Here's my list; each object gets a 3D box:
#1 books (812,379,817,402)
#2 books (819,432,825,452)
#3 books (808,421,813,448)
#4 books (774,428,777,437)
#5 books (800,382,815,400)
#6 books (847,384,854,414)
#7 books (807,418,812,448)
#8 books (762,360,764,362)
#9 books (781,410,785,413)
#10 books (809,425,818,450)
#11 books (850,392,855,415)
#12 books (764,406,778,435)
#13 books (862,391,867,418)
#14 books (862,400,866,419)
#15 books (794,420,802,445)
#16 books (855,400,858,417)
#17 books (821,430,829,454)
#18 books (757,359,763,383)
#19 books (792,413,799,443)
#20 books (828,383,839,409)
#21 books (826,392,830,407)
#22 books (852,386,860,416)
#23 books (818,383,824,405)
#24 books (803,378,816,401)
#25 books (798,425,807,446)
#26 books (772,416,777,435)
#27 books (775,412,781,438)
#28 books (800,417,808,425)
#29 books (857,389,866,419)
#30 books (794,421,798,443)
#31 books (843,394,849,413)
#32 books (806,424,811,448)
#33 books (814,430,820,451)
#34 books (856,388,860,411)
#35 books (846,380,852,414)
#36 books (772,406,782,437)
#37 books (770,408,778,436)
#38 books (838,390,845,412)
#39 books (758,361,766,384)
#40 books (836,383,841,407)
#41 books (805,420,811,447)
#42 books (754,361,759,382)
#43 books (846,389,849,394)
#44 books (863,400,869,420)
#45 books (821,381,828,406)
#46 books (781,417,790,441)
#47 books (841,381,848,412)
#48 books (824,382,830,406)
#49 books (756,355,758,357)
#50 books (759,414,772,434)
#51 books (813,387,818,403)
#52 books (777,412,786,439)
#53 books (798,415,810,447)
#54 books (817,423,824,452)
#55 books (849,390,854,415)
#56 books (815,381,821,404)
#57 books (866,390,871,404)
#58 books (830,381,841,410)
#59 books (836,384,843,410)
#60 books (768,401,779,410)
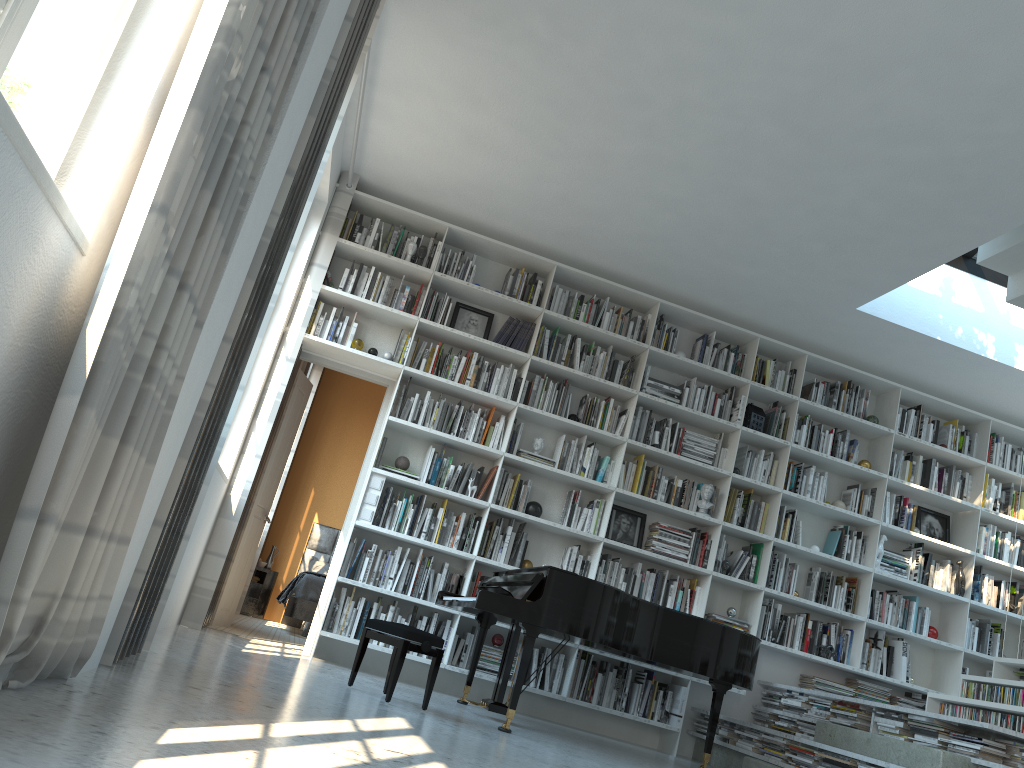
[{"bbox_3d":[2.348,0.092,7.039,0.011,0.243,0.173,18,-16,-9],"label":"books"},{"bbox_3d":[2.391,0.493,6.967,0.025,0.215,0.144,18,-16,-9],"label":"books"},{"bbox_3d":[2.303,0.435,6.965,0.013,0.276,0.133,18,-16,-9],"label":"books"},{"bbox_3d":[2.013,0.368,6.896,0.013,0.210,0.140,18,-16,-9],"label":"books"},{"bbox_3d":[2.312,0.095,7.013,0.046,0.206,0.183,18,-16,-9],"label":"books"},{"bbox_3d":[2.648,0.156,7.074,0.015,0.298,0.183,18,-16,-9],"label":"books"},{"bbox_3d":[2.291,0.420,6.959,0.021,0.295,0.138,18,-16,-9],"label":"books"},{"bbox_3d":[1.924,-0.053,6.986,0.007,0.263,0.133,18,-16,-9],"label":"books"},{"bbox_3d":[2.074,0.350,6.925,0.005,0.291,0.130,18,-16,-9],"label":"books"},{"bbox_3d":[2.322,0.452,6.941,0.027,0.240,0.160,18,-16,-9],"label":"books"},{"bbox_3d":[2.679,0.197,7.097,0.024,0.251,0.150,18,-16,-9],"label":"books"},{"bbox_3d":[1.978,0.317,6.870,0.021,0.271,0.191,18,-16,-9],"label":"books"},{"bbox_3d":[2.763,0.207,7.100,0.008,0.278,0.181,18,-16,-9],"label":"books"},{"bbox_3d":[2.764,0.244,7.106,0.018,0.214,0.158,18,-16,-9],"label":"books"},{"bbox_3d":[2.198,0.413,6.930,0.026,0.242,0.148,18,-16,-9],"label":"books"},{"bbox_3d":[2.724,0.189,7.112,0.019,0.298,0.137,18,-16,-9],"label":"books"},{"bbox_3d":[2.418,0.488,6.962,0.023,0.236,0.149,18,-16,-9],"label":"books"},{"bbox_3d":[1.907,-0.063,6.966,0.008,0.261,0.142,18,-16,-9],"label":"books"},{"bbox_3d":[2.166,0.379,6.921,0.012,0.284,0.160,18,-16,-9],"label":"books"},{"bbox_3d":[2.518,0.135,7.049,0.028,0.257,0.185,18,-16,-9],"label":"books"},{"bbox_3d":[2.472,0.166,7.074,0.031,0.190,0.132,18,-16,-9],"label":"books"},{"bbox_3d":[2.703,0.175,7.098,0.008,0.306,0.183,18,-16,-9],"label":"books"},{"bbox_3d":[2.405,0.120,7.047,0.028,0.225,0.164,18,-16,-9],"label":"books"},{"bbox_3d":[2.341,0.087,7.029,0.009,0.243,0.173,18,-16,-9],"label":"books"},{"bbox_3d":[2.222,0.434,6.912,0.026,0.207,0.181,18,-16,-9],"label":"books"},{"bbox_3d":[1.992,0.358,6.895,0.024,0.216,0.169,18,-16,-9],"label":"books"},{"bbox_3d":[2.030,0.348,6.893,0.005,0.254,0.159,18,-16,-9],"label":"books"},{"bbox_3d":[2.245,0.408,6.941,0.011,0.282,0.173,18,-16,-9],"label":"books"},{"bbox_3d":[2.754,0.197,7.107,0.013,0.296,0.189,18,-16,-9],"label":"books"},{"bbox_3d":[2.178,0.410,6.932,0.012,0.239,0.139,18,-16,-9],"label":"books"},{"bbox_3d":[2.605,0.192,7.058,0.018,0.200,0.188,18,-16,-9],"label":"books"},{"bbox_3d":[2.272,0.442,6.943,0.012,0.235,0.165,18,-16,-9],"label":"books"},{"bbox_3d":[2.354,0.479,6.967,0.028,0.223,0.142,18,-16,-9],"label":"books"},{"bbox_3d":[2.735,0.187,7.134,0.008,0.320,0.134,18,-16,-9],"label":"books"},{"bbox_3d":[2.637,0.142,7.092,0.007,0.328,0.184,18,-16,-9],"label":"books"},{"bbox_3d":[2.015,0.324,6.886,0.021,0.287,0.179,18,-16,-9],"label":"books"},{"bbox_3d":[1.990,0.325,6.886,0.022,0.271,0.182,18,-16,-9],"label":"books"},{"bbox_3d":[2.584,0.173,7.068,0.018,0.230,0.160,18,-16,-9],"label":"books"},{"bbox_3d":[1.918,-0.050,6.947,0.015,0.233,0.171,18,-16,-9],"label":"books"},{"bbox_3d":[2.558,0.140,7.095,0.017,0.294,0.139,18,-16,-9],"label":"books"},{"bbox_3d":[2.268,0.421,6.937,0.010,0.268,0.166,18,-16,-9],"label":"books"},{"bbox_3d":[1.889,-0.070,6.955,0.034,0.260,0.158,18,-16,-9],"label":"books"},{"bbox_3d":[2.620,0.177,7.081,0.008,0.250,0.170,18,-16,-9],"label":"books"},{"bbox_3d":[2.780,0.249,7.099,0.014,0.208,0.188,18,-16,-9],"label":"books"},{"bbox_3d":[2.437,0.115,7.055,0.030,0.254,0.161,18,-16,-9],"label":"books"},{"bbox_3d":[2.078,0.380,6.883,0.008,0.213,0.224,18,-16,-9],"label":"books"},{"bbox_3d":[2.604,0.141,7.086,0.006,0.311,0.179,18,-16,-9],"label":"books"},{"bbox_3d":[2.460,0.123,7.062,0.021,0.255,0.169,18,-16,-9],"label":"books"},{"bbox_3d":[1.870,-0.083,6.963,0.007,0.278,0.150,18,-16,-9],"label":"books"},{"bbox_3d":[1.955,0.349,6.892,0.019,0.213,0.156,18,-16,-9],"label":"books"},{"bbox_3d":[2.361,0.127,7.034,0.009,0.183,0.160,18,-16,-9],"label":"books"},{"bbox_3d":[2.053,0.355,6.883,0.013,0.247,0.186,18,-16,-9],"label":"books"},{"bbox_3d":[2.261,0.400,6.941,0.014,0.306,0.153,18,-16,-9],"label":"books"},{"bbox_3d":[2.381,0.456,6.975,0.013,0.283,0.155,18,-16,-9],"label":"books"},{"bbox_3d":[2.667,0.182,7.098,0.008,0.274,0.163,18,-16,-9],"label":"books"},{"bbox_3d":[2.380,0.106,7.030,0.013,0.229,0.174,18,-16,-9],"label":"books"},{"bbox_3d":[2.802,0.208,7.115,0.006,0.305,0.164,18,-16,-9],"label":"books"},{"bbox_3d":[2.542,0.132,7.080,0.024,0.291,0.168,18,-16,-9],"label":"books"},{"bbox_3d":[2.575,0.149,7.091,0.007,0.284,0.160,18,-16,-9],"label":"books"},{"bbox_3d":[2.002,0.300,6.910,0.025,0.338,0.143,18,-16,-9],"label":"books"}]
